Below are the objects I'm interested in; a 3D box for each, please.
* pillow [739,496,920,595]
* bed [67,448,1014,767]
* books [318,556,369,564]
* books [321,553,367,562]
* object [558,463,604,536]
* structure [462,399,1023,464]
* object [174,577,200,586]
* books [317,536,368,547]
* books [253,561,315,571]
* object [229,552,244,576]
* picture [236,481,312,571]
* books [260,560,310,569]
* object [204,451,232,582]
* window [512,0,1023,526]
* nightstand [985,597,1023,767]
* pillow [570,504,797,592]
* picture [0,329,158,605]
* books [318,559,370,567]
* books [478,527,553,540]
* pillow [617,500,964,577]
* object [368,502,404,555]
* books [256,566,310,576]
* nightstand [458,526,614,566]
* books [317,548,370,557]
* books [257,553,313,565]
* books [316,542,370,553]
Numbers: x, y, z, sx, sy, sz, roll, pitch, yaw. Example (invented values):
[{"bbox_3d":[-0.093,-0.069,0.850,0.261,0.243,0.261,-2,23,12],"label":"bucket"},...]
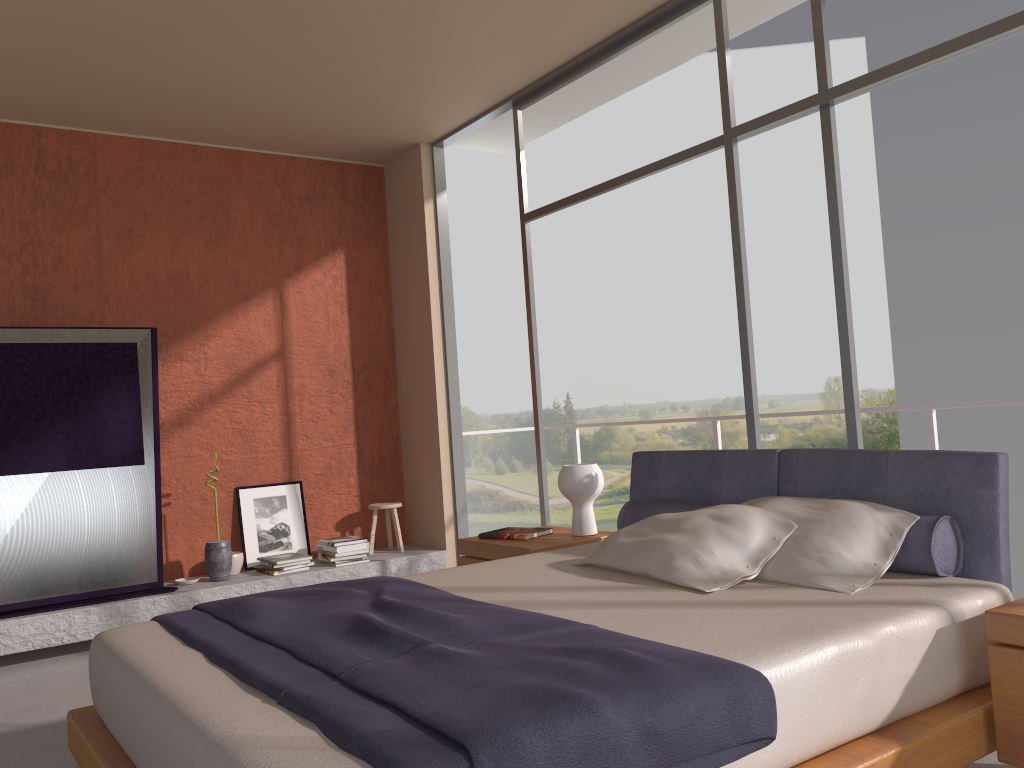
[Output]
[{"bbox_3d":[0.937,0.534,3.005,0.400,0.265,0.791,-2,-3,-32],"label":"pillow"},{"bbox_3d":[0.105,0.768,2.759,2.462,0.959,2.017,-2,-3,-35],"label":"bed"},{"bbox_3d":[-1.136,1.172,5.971,0.247,0.018,0.287,-2,-3,-35],"label":"books"},{"bbox_3d":[-1.126,1.150,5.949,0.247,0.025,0.287,-3,-3,-24],"label":"books"},{"bbox_3d":[0.341,0.560,4.305,0.224,0.338,0.224,-3,-3,-23],"label":"object"},{"bbox_3d":[2.121,0.555,3.380,0.728,1.005,7.689,-2,-3,-35],"label":"structure"},{"bbox_3d":[-2.004,1.225,5.478,0.152,0.040,0.152,-4,-2,0],"label":"object"},{"bbox_3d":[-1.144,1.060,5.976,0.247,0.025,0.287,-2,-3,-35],"label":"books"},{"bbox_3d":[-1.482,1.178,5.768,0.328,0.018,0.247,-6,-3,40],"label":"books"},{"bbox_3d":[-1.830,1.168,5.743,0.179,0.137,0.180,-3,-3,-22],"label":"object"},{"bbox_3d":[-1.618,0.955,6.033,0.458,0.550,0.117,-2,-3,-35],"label":"picture"},{"bbox_3d":[-1.472,1.155,5.759,0.247,0.025,0.287,-2,-3,-32],"label":"books"},{"bbox_3d":[-1.851,0.824,5.551,0.165,0.810,0.165,-3,-2,-11],"label":"object"},{"bbox_3d":[1.835,-0.427,3.033,0.075,3.133,6.106,-2,-3,-35],"label":"window"},{"bbox_3d":[1.650,0.832,2.189,0.562,0.556,0.628,-2,-3,-35],"label":"nightstand"},{"bbox_3d":[0.584,0.576,3.194,0.431,0.264,0.869,-3,-3,-27],"label":"pillow"},{"bbox_3d":[-2.576,0.429,4.977,1.129,1.496,0.126,-2,-3,-35],"label":"picture"},{"bbox_3d":[-1.131,1.190,5.965,0.247,0.018,0.328,-2,-3,-33],"label":"books"},{"bbox_3d":[0.020,0.746,4.425,0.287,0.025,0.247,-6,-3,36],"label":"books"},{"bbox_3d":[0.949,0.558,3.343,0.205,0.201,1.470,-2,-3,-35],"label":"pillow"},{"bbox_3d":[-0.883,1.027,6.321,0.260,0.349,0.257,-5,-3,25],"label":"object"},{"bbox_3d":[-1.486,1.201,5.753,0.247,0.025,0.287,-2,-3,-38],"label":"books"},{"bbox_3d":[0.154,1.026,4.357,0.562,0.556,0.628,-2,-3,-35],"label":"nightstand"},{"bbox_3d":[-1.136,1.123,5.968,0.247,0.027,0.328,-2,-3,-33],"label":"books"},{"bbox_3d":[-1.478,1.134,5.763,0.247,0.018,0.328,-2,-3,-38],"label":"books"},{"bbox_3d":[-1.138,1.091,5.969,0.247,0.038,0.319,-2,-3,-37],"label":"books"}]
